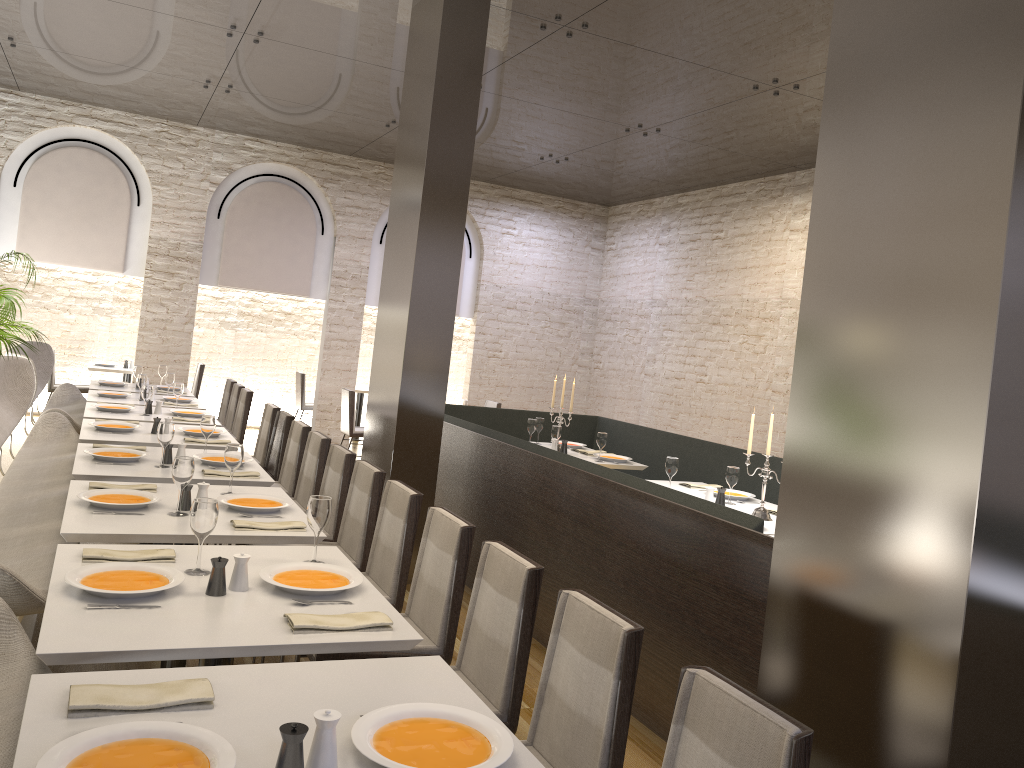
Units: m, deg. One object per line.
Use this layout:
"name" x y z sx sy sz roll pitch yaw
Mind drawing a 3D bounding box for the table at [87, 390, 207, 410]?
"table" -3.291 0.512 7.862 0.934 0.760 1.013 6 2 -25

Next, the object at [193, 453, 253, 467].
"object" -1.595 0.424 4.889 0.322 0.036 0.321 9 3 43

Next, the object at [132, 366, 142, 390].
"object" -3.681 -0.063 8.695 0.086 0.231 0.086 6 0 5

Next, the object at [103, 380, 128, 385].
"object" -4.093 -0.019 9.102 0.272 0.033 0.143 5 2 -25

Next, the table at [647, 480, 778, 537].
"table" 1.365 1.149 5.031 1.098 0.760 2.544 6 2 -25

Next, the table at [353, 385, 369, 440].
"table" -2.220 0.434 12.775 0.934 0.760 1.013 6 2 -25

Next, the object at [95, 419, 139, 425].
"object" -2.695 0.261 6.048 0.272 0.033 0.143 5 2 -25

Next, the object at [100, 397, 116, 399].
"object" -3.421 0.121 7.580 0.185 0.010 0.017 5 2 -25

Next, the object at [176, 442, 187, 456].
"object" -1.784 0.368 4.778 0.059 0.109 0.059 6 1 -33

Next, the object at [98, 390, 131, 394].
"object" -3.618 0.076 8.066 0.272 0.033 0.143 5 2 -25

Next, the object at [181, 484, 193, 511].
"object" -1.345 0.463 3.652 0.059 0.109 0.059 6 1 -33

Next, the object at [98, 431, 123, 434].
"object" -2.497 0.306 5.562 0.185 0.010 0.017 5 2 -25

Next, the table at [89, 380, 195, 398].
"table" -3.765 0.417 8.898 0.934 0.760 1.013 6 2 -25

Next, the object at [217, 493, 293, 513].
"object" -1.112 0.521 3.835 0.321 0.036 0.322 4 3 -42

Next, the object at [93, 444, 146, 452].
"object" -2.208 0.359 4.984 0.272 0.033 0.143 5 2 -25

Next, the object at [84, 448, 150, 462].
"object" -2.081 0.379 4.666 0.322 0.036 0.321 9 3 43

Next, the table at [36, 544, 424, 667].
"table" -0.913 0.988 2.668 0.934 0.760 1.013 6 2 -25

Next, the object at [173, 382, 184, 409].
"object" -2.715 0.106 7.193 0.086 0.231 0.086 6 0 5

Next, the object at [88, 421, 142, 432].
"object" -2.568 0.281 5.730 0.322 0.036 0.321 9 3 43

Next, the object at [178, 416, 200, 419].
"object" -2.476 0.256 6.801 0.181 0.015 0.038 5 2 -23

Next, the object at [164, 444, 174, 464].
"object" -1.828 0.366 4.707 0.059 0.109 0.059 6 1 -33

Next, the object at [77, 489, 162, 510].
"object" -1.598 0.476 3.612 0.321 0.036 0.322 4 3 -42

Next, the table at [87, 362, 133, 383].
"table" -5.019 0.172 11.477 0.934 0.760 1.013 6 2 -25

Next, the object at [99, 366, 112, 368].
"object" -5.149 -0.218 11.195 0.185 0.010 0.017 5 2 -25

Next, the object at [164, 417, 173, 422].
"object" -2.271 0.271 5.842 0.059 0.109 0.059 6 1 -33

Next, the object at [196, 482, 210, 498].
"object" -1.301 0.465 3.723 0.059 0.109 0.059 6 1 -33

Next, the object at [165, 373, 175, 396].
"object" -3.171 0.015 8.190 0.086 0.231 0.086 6 0 5

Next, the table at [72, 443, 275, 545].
"table" -1.880 0.795 4.780 0.934 0.760 1.013 6 2 -25

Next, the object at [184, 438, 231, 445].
"object" -1.935 0.364 5.626 0.272 0.033 0.143 5 2 -25

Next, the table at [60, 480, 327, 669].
"table" -1.397 0.891 3.725 0.934 0.760 1.013 6 2 -25

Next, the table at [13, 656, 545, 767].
"table" -0.442 1.083 1.639 0.934 0.760 1.013 6 2 -25

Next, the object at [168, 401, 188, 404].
"object" -2.935 0.164 7.803 0.181 0.015 0.038 5 2 -23

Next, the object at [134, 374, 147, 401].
"object" -3.212 0.031 7.671 0.086 0.231 0.086 6 0 5

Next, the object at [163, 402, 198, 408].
"object" -2.858 0.179 7.644 0.272 0.033 0.143 5 2 -25

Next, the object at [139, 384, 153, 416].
"object" -2.756 0.122 6.675 0.086 0.231 0.086 6 0 5

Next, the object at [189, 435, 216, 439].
"object" -2.011 0.349 5.785 0.181 0.015 0.038 5 2 -23

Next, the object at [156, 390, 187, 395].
"object" -3.332 0.084 8.680 0.272 0.033 0.143 5 2 -25

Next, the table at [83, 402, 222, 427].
"table" -2.832 0.604 6.860 0.934 0.760 1.013 6 2 -25

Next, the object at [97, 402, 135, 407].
"object" -3.160 0.168 7.064 0.272 0.033 0.143 5 2 -25

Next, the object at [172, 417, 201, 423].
"object" -2.400 0.270 6.642 0.272 0.033 0.143 5 2 -25

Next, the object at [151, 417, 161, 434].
"object" -2.315 0.269 5.771 0.059 0.109 0.059 6 1 -33

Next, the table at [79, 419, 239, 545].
"table" -2.367 0.697 5.844 0.934 0.760 1.013 6 2 -25

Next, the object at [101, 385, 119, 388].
"object" -3.895 0.026 8.615 0.185 0.010 0.017 5 2 -25

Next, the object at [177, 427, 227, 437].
"object" -2.082 0.327 5.953 0.322 0.036 0.321 9 3 43

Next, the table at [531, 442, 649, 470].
"table" 0.302 0.936 7.353 1.098 0.760 1.191 6 2 -25

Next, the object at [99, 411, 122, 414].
"object" -2.962 0.213 6.577 0.185 0.010 0.017 5 2 -25

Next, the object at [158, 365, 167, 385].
"object" -3.640 -0.079 9.214 0.086 0.231 0.086 6 0 5
